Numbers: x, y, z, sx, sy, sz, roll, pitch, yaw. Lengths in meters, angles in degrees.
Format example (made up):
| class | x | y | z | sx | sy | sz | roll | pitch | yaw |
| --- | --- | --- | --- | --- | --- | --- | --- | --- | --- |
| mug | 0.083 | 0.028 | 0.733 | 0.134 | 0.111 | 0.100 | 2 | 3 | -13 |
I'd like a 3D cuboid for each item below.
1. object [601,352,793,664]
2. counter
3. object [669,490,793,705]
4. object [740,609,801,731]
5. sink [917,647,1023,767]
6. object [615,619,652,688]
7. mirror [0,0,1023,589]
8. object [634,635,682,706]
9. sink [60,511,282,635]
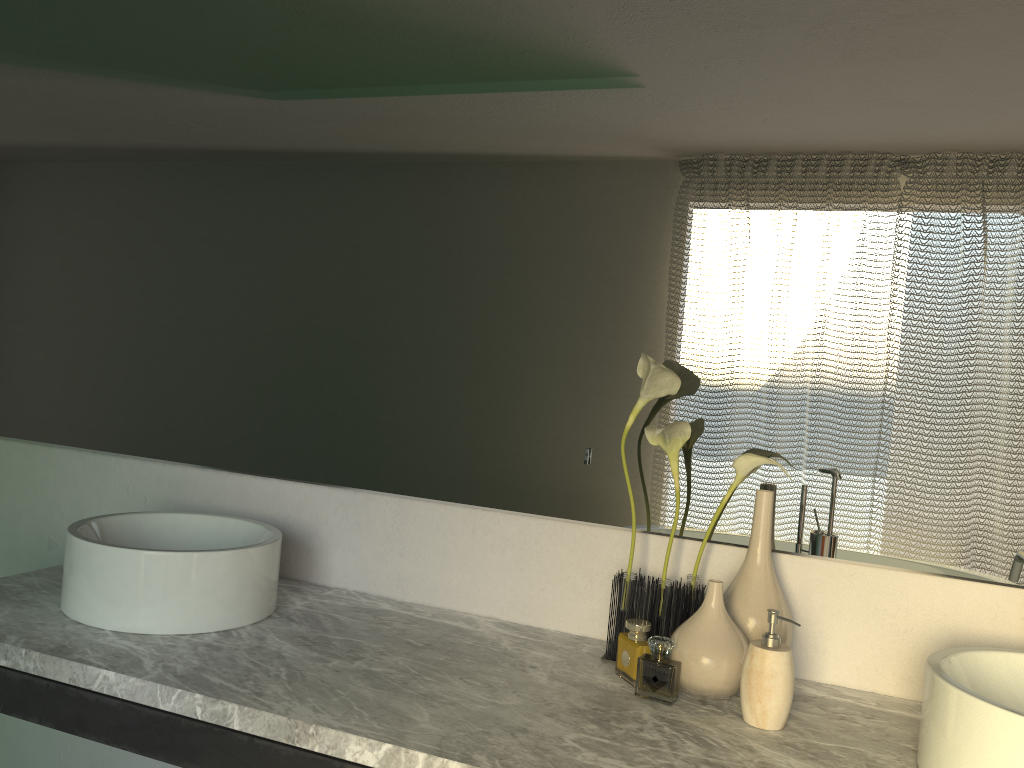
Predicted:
| class | x | y | z | sx | sy | sz | roll | pitch | yaw |
| --- | --- | --- | --- | --- | --- | --- | --- | --- | --- |
| object | 0.287 | 0.211 | 1.409 | 0.243 | 0.504 | 0.188 | 5 | 1 | -2 |
| counter | 0.142 | 0.502 | 1.250 | 2.297 | 0.101 | 0.577 | 5 | 1 | 21 |
| object | 0.342 | 0.317 | 1.352 | 0.234 | 0.305 | 0.123 | 4 | 1 | -44 |
| object | 0.355 | 0.391 | 1.226 | 0.071 | 0.158 | 0.070 | 5 | 1 | 3 |
| sink | 0.689 | 0.436 | 1.057 | 0.357 | 0.131 | 0.358 | 5 | 1 | -3 |
| object | 0.189 | 0.409 | 1.353 | 0.038 | 0.092 | 0.067 | 5 | 1 | -21 |
| mirror | -0.129 | -0.355 | 1.672 | 4.147 | 1.152 | 0.017 | 5 | 1 | 21 |
| object | 0.213 | 0.410 | 1.281 | 0.058 | 0.090 | 0.038 | 5 | 1 | 30 |
| sink | -0.589 | 0.319 | 1.548 | 0.364 | 0.131 | 0.351 | 5 | 1 | 22 |
